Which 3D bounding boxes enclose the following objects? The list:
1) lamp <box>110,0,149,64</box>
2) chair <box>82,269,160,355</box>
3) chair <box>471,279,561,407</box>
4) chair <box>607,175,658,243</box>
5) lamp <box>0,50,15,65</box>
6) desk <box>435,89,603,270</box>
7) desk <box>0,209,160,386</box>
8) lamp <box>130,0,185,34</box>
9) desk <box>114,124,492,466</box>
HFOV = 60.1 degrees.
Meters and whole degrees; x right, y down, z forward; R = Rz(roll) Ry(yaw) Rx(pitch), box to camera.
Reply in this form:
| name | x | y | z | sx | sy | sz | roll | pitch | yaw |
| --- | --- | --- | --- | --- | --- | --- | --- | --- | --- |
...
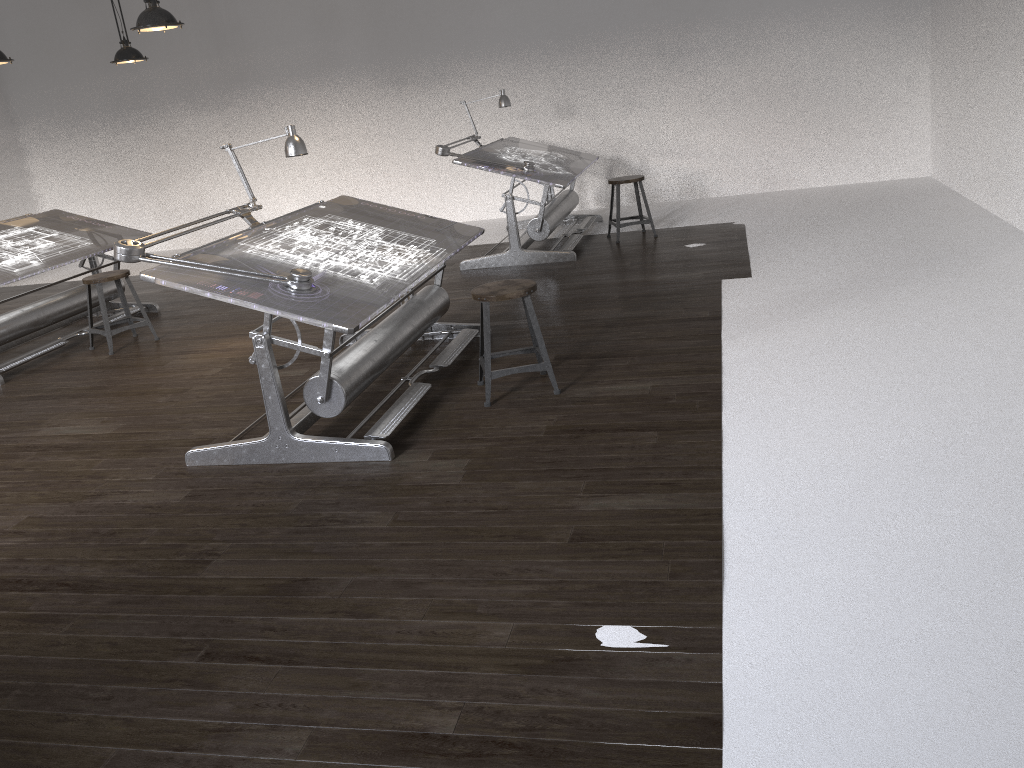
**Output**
| name | x | y | z | sx | sy | sz | roll | pitch | yaw |
| --- | --- | --- | --- | --- | --- | --- | --- | --- | --- |
| lamp | -3.397 | -3.796 | 7.220 | 0.313 | 2.221 | 0.315 | -9 | 16 | -5 |
| chair | -2.815 | -0.519 | 6.287 | 0.359 | 0.520 | 0.376 | 8 | 23 | 41 |
| chair | -0.006 | -0.214 | 4.289 | 0.372 | 0.520 | 0.363 | -10 | 17 | -6 |
| chair | 1.015 | -1.526 | 7.695 | 0.372 | 0.520 | 0.363 | -10 | 17 | -6 |
| lamp | -3.737 | -3.253 | 5.777 | 0.313 | 2.221 | 0.314 | 5 | 21 | 38 |
| desk | 0.105 | -1.917 | 7.860 | 1.076 | 1.367 | 2.101 | -3 | 19 | 14 |
| desk | -3.709 | -0.917 | 6.464 | 1.076 | 1.367 | 2.101 | -3 | 19 | 14 |
| lamp | -2.266 | -3.177 | 4.995 | 0.313 | 2.234 | 0.314 | 5 | 21 | 38 |
| desk | -0.914 | -0.607 | 4.458 | 1.076 | 1.367 | 2.101 | -3 | 19 | 14 |
